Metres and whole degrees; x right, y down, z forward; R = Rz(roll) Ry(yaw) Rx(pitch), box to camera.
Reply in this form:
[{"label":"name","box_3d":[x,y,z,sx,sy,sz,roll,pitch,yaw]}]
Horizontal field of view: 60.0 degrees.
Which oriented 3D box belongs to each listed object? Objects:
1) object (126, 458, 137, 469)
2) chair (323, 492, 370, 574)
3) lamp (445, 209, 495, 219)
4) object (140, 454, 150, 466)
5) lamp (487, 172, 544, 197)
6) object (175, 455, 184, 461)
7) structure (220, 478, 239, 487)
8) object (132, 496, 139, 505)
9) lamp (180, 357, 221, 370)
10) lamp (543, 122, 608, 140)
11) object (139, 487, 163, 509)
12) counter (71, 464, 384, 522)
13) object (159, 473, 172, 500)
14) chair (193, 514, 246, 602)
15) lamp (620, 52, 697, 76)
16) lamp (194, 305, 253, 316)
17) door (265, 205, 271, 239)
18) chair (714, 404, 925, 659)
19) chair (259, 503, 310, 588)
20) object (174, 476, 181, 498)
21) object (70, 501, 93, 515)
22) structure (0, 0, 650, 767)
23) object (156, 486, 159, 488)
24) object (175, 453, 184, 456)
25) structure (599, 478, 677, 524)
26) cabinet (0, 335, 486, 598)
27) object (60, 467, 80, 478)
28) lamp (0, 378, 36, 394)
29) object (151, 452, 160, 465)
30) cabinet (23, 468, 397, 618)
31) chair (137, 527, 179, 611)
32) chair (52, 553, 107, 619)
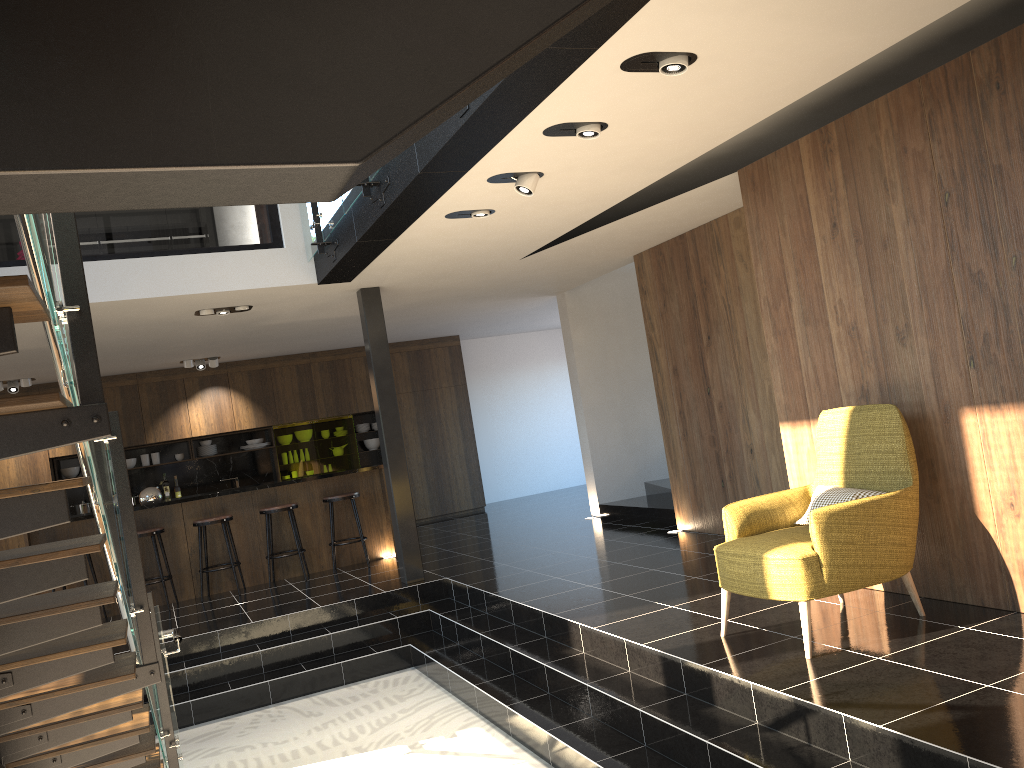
[{"label":"object","box_3d":[-5.269,1.103,12.174,0.234,0.138,0.234,-9,-2,-3]},{"label":"chair","box_3d":[-1.775,1.583,9.511,0.412,0.799,0.413,-9,-2,-14]},{"label":"lamp","box_3d":[-0.284,-1.174,5.832,0.346,0.158,0.195,-8,-2,-23]},{"label":"object","box_3d":[-5.060,1.054,12.240,0.109,0.161,0.109,-8,-2,-40]},{"label":"lamp","box_3d":[0.018,-1.203,5.116,0.346,0.247,0.195,-8,-2,-23]},{"label":"object","box_3d":[-4.655,1.042,12.433,0.122,0.072,0.122,-9,-2,2]},{"label":"structure","box_3d":[-3.922,1.440,12.376,0.242,0.231,0.174,-8,-2,-23]},{"label":"object","box_3d":[-5.158,1.585,11.819,0.279,0.218,0.300,-9,-2,10]},{"label":"lamp","box_3d":[-4.044,-0.323,11.494,0.501,0.280,0.349,-8,-2,-23]},{"label":"lamp","box_3d":[0.308,-1.311,4.403,0.346,0.177,0.195,-8,-2,-23]},{"label":"object","box_3d":[-3.682,1.163,9.042,0.227,0.228,0.227,-10,-2,28]},{"label":"counter","box_3d":[-3.170,1.175,9.454,3.571,0.041,0.699,-8,-2,-23]},{"label":"object","box_3d":[-4.852,1.477,12.404,0.133,0.451,0.116,-8,-1,-23]},{"label":"chair","box_3d":[-2.979,1.755,8.998,0.412,0.799,0.413,-9,-2,-14]},{"label":"lamp","box_3d":[0.603,-1.384,3.688,0.346,0.177,0.195,-8,-2,-23]},{"label":"lamp","box_3d":[-2.622,-0.720,8.038,0.501,0.194,0.349,-8,-2,-23]},{"label":"door","box_3d":[-2.306,-2.219,8.052,0.104,2.346,0.932,-8,-2,-23]},{"label":"chair","box_3d":[1.590,0.714,4.646,1.030,1.097,0.808,-8,-2,-24]},{"label":"chair","box_3d":[-2.377,1.669,9.254,0.412,0.799,0.413,-9,-2,-14]},{"label":"object","box_3d":[-4.706,1.485,12.472,0.077,0.395,0.077,-9,-1,19]},{"label":"object","box_3d":[-5.707,1.662,11.810,0.236,0.218,0.255,-10,-2,25]},{"label":"structure","box_3d":[-1.102,0.157,3.580,3.445,4.867,7.287,-8,-2,-24]},{"label":"object","box_3d":[-4.929,1.571,12.359,0.057,0.287,0.058,-9,-1,-10]},{"label":"object","box_3d":[-4.659,1.018,12.434,0.122,0.072,0.122,-9,-2,2]},{"label":"structure","box_3d":[2.970,-0.355,7.786,1.962,3.016,6.669,-8,-2,-23]},{"label":"cabinet","box_3d":[-3.900,1.070,12.565,6.887,2.689,0.870,-8,-2,-23]},{"label":"object","box_3d":[-5.921,1.194,11.896,0.234,0.138,0.234,-8,-2,-20]},{"label":"lamp","box_3d":[-6.010,-0.035,10.655,0.501,0.294,0.349,-8,-2,-23]},{"label":"object","box_3d":[-4.937,1.036,12.292,0.109,0.161,0.109,-9,-2,-10]},{"label":"cabinet","box_3d":[-3.087,1.687,9.443,3.561,0.993,0.699,-8,-2,-23]},{"label":"chair","box_3d":[-3.580,1.841,8.741,0.412,0.799,0.413,-9,-2,-14]},{"label":"chair","box_3d":[-4.182,1.927,8.485,0.412,0.799,0.413,-9,-2,-14]}]
